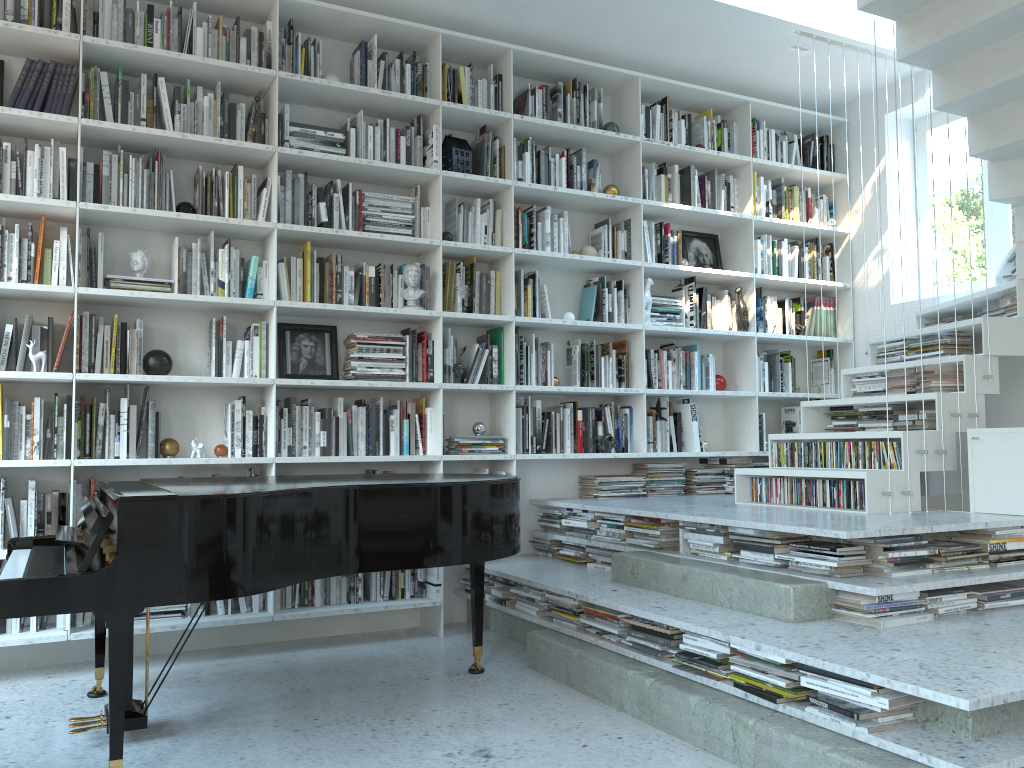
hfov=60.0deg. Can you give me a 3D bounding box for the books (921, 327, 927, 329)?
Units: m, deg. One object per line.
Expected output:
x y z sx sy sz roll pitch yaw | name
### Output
2.490 -0.325 5.050 0.184 0.006 0.262 1 -4 -21 | books

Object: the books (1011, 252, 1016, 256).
2.570 -0.629 4.297 0.261 0.016 0.129 -2 -4 24 | books

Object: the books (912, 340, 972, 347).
2.220 -0.205 4.577 0.144 0.011 0.257 1 -4 -20 | books

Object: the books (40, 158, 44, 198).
-2.081 -0.873 3.927 0.013 0.206 0.172 1 -4 -27 | books

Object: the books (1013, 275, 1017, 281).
2.567 -0.520 4.282 0.247 0.015 0.142 -2 -4 21 | books

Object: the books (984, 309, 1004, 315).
2.580 -0.375 4.559 0.161 0.012 0.254 0 -4 -3 | books

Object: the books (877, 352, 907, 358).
2.163 -0.155 4.865 0.184 0.006 0.262 0 -4 -12 | books

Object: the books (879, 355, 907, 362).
2.163 -0.138 4.864 0.166 0.018 0.264 0 -4 -8 | books

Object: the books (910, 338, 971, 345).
2.210 -0.215 4.575 0.174 0.009 0.240 1 -4 -18 | books

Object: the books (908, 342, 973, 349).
2.206 -0.196 4.573 0.176 0.007 0.254 1 -4 -19 | books

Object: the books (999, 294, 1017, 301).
2.555 -0.422 4.319 0.285 0.007 0.159 0 -4 -1 | books

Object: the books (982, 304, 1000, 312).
2.564 -0.394 4.560 0.182 0.016 0.199 0 -4 -6 | books

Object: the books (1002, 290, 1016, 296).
2.555 -0.446 4.310 0.266 0.008 0.163 0 -4 -7 | books

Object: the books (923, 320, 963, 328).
2.503 -0.336 5.054 0.150 0.017 0.288 0 -4 -12 | books

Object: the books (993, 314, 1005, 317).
2.588 -0.348 4.558 0.141 0.022 0.230 0 -4 -4 | books

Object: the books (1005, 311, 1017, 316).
2.556 -0.346 4.307 0.241 0.008 0.168 -1 -4 1 | books

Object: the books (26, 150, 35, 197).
-2.115 -0.887 3.897 0.030 0.230 0.172 1 -4 -27 | books

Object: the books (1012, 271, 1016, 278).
2.561 -0.538 4.270 0.250 0.017 0.181 -2 -4 23 | books

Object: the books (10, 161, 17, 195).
-2.181 -0.865 3.881 0.022 0.186 0.136 1 -4 -27 | books

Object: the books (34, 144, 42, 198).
-2.091 -0.902 3.909 0.022 0.263 0.174 1 -4 -27 | books

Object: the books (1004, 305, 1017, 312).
2.556 -0.374 4.308 0.238 0.018 0.173 0 -4 0 | books

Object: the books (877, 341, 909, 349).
2.157 -0.213 4.868 0.190 0.015 0.230 0 -4 -13 | books

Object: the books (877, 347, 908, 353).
2.163 -0.186 4.867 0.168 0.005 0.292 0 -4 -9 | books

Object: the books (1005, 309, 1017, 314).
2.556 -0.358 4.306 0.223 0.015 0.180 0 -4 -3 | books

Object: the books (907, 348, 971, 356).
2.198 -0.163 4.568 0.191 0.014 0.244 1 -4 -14 | books

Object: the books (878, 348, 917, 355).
2.164 -0.179 4.867 0.162 0.008 0.290 0 -4 -8 | books

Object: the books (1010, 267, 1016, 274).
2.560 -0.560 4.269 0.256 0.010 0.163 -2 -4 18 | books

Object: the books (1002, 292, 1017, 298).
2.555 -0.432 4.332 0.262 0.016 0.132 0 -4 -4 | books

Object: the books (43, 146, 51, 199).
-2.069 -0.901 3.946 0.024 0.265 0.155 1 -4 -27 | books

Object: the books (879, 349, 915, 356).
2.161 -0.170 4.866 0.171 0.011 0.232 1 -4 -16 | books

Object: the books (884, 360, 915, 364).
2.174 -0.114 4.865 0.149 0.014 0.228 1 -4 -15 | books

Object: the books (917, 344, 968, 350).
2.217 -0.185 4.575 0.154 0.014 0.197 1 -4 -14 | books

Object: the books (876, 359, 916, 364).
2.162 -0.125 4.863 0.176 0.009 0.275 1 -4 -14 | books

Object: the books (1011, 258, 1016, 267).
2.570 -0.600 4.294 0.250 0.017 0.135 -2 -4 23 | books

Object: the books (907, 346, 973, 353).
2.206 -0.174 4.571 0.187 0.009 0.261 1 -4 -17 | books

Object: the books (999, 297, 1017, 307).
2.551 -0.402 4.305 0.262 0.023 0.200 0 -4 0 | books

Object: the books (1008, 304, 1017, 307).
2.555 -0.386 4.319 0.208 0.008 0.144 0 -4 -7 | books

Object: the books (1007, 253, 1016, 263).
2.557 -0.617 4.266 0.283 0.012 0.175 -2 -4 18 | books

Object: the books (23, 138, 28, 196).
-2.136 -0.912 3.893 0.012 0.280 0.188 1 -4 -27 | books

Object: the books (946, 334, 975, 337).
2.228 -0.235 4.582 0.134 0.007 0.298 1 -4 -18 | books

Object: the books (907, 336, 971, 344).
2.201 -0.226 4.573 0.191 0.013 0.243 1 -4 -16 | books

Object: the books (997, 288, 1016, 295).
2.555 -0.452 4.324 0.300 0.007 0.159 0 -4 -2 | books

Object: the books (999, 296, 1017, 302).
2.555 -0.416 4.317 0.290 0.006 0.149 -1 -4 2 | books

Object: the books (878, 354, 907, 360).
2.171 -0.150 4.867 0.152 0.005 0.293 1 -4 -15 | books

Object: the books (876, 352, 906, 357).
2.160 -0.161 4.865 0.170 0.006 0.268 1 -4 -16 | books

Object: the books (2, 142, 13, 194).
-2.205 -0.903 3.874 0.029 0.260 0.157 1 -4 -27 | books

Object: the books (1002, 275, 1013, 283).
2.653 -0.538 4.530 0.226 0.013 0.284 -3 -5 36 | books

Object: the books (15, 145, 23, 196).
-2.165 -0.901 3.898 0.035 0.260 0.131 1 -4 -27 | books

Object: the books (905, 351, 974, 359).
2.199 -0.149 4.568 0.182 0.013 0.287 0 -4 -13 | books

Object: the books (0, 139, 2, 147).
-2.239 -0.917 3.854 0.025 0.286 0.161 1 -4 -27 | books

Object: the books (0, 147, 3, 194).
-2.216 -0.890 3.851 0.013 0.232 0.171 1 -4 -27 | books

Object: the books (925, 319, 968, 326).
2.508 -0.349 5.057 0.160 0.008 0.239 1 -4 -18 | books

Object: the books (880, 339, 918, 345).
2.167 -0.228 4.871 0.165 0.014 0.236 0 -4 -10 | books

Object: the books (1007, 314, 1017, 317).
2.555 -0.333 4.327 0.210 0.015 0.130 0 -4 0 | books

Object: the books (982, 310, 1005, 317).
2.567 -0.363 4.558 0.170 0.010 0.233 0 -4 -7 | books

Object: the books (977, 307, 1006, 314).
2.566 -0.384 4.559 0.192 0.006 0.299 0 -4 -2 | books

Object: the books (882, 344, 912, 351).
2.184 -0.197 4.872 0.136 0.017 0.298 0 -4 -11 | books

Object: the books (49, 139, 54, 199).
-2.039 -0.915 3.929 0.012 0.290 0.182 1 -4 -27 | books
